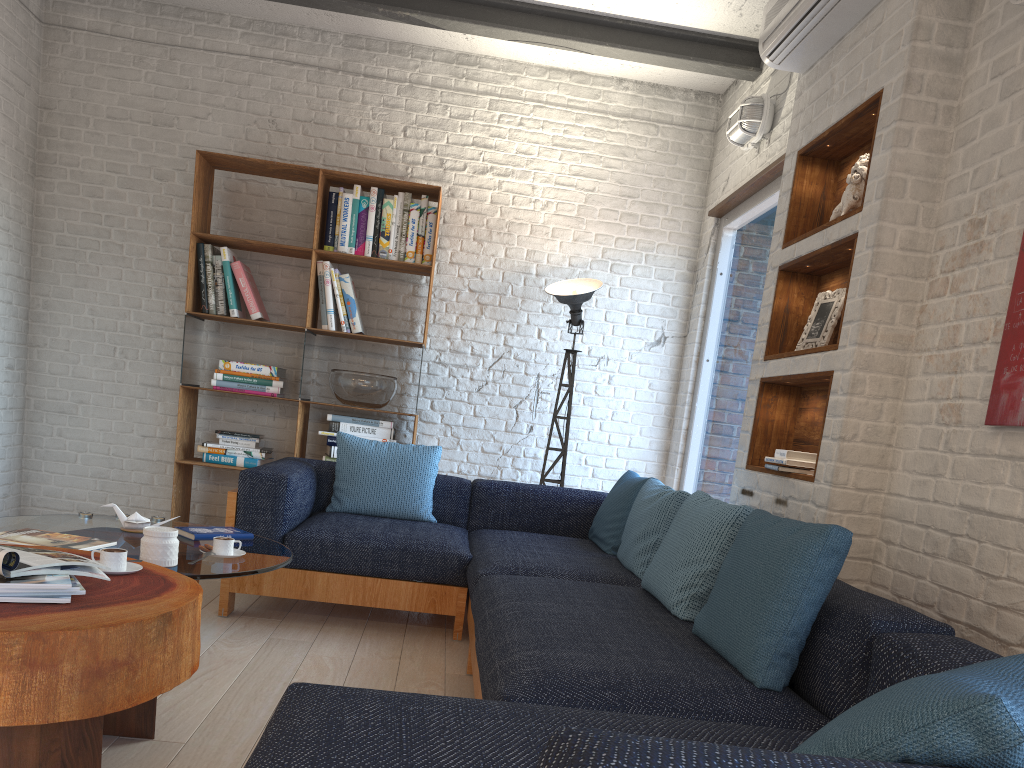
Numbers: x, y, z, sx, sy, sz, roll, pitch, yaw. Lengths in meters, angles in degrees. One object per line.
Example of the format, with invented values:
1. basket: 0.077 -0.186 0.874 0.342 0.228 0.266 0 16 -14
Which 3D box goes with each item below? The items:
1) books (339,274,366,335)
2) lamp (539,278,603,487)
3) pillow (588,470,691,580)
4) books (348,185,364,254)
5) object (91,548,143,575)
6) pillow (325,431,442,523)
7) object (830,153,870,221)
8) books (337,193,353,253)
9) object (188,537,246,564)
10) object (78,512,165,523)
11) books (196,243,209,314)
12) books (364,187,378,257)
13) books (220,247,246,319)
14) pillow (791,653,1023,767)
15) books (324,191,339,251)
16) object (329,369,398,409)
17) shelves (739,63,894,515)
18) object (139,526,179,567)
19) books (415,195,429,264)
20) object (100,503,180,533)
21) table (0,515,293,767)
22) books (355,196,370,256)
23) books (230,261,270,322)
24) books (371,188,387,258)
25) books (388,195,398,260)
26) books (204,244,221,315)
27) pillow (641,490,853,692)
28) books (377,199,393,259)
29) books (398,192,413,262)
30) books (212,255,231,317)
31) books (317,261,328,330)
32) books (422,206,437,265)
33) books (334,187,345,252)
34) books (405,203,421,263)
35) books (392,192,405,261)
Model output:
1. books: -0.921 -0.449 5.042 0.158 0.334 0.250 7 4 -4
2. lamp: 0.430 0.314 4.899 0.508 1.873 0.848 2 8 -32
3. pillow: 0.560 0.616 3.957 0.244 0.402 1.093 7 -1 -5
4. books: -0.889 -0.909 4.975 0.036 0.389 0.239 6 5 -4
5. object: -1.063 0.469 2.329 0.147 0.056 0.172 7 -1 -15
6. pillow: -0.630 0.471 4.352 0.556 0.415 0.219 7 6 -6
7. object: 1.207 -0.673 3.073 0.112 0.246 0.213 8 4 4
8. books: -0.938 -0.887 4.971 0.056 0.334 0.250 7 4 -4
9. object: -0.949 0.539 2.829 0.155 0.058 0.267 7 -2 -12
10. object: -1.481 0.504 3.315 0.304 0.027 0.067 8 -1 -27
11. books: -1.731 -0.584 4.968 0.091 0.390 0.239 7 5 -4
12. books: -0.796 -0.897 4.978 0.036 0.389 0.239 6 5 -4
13. books: -1.589 -0.564 4.977 0.121 0.387 0.239 7 5 -4
14. pillow: 0.634 0.547 1.293 0.568 0.332 0.370 7 2 -44
15. books: -1.017 -0.897 4.982 0.056 0.334 0.250 7 4 -4
16. object: -0.879 0.038 5.137 0.397 0.204 0.402 7 0 37
17. shelves: 1.157 -0.254 3.179 0.192 1.449 0.753 6 6 -4
18. object: -1.063 0.490 2.630 0.107 0.109 0.107 8 3 11
19. books: -0.517 -0.860 5.014 0.036 0.389 0.239 6 5 -4
20. object: -1.343 0.483 3.149 0.185 0.092 0.194 7 0 21
21. table: -1.322 0.701 2.581 1.076 0.451 1.813 7 -2 1
22. books: -0.847 -0.875 4.998 0.056 0.334 0.250 7 4 -4
23. books: -1.503 -0.520 5.013 0.195 0.323 0.250 7 4 -4
24. books: -0.760 -0.891 4.992 0.036 0.389 0.239 6 5 -4
25. books: -0.677 -0.867 5.001 0.021 0.364 0.267 6 4 -4
26. books: -1.695 -0.579 4.979 0.091 0.390 0.239 7 5 -4
27. pillow: 0.647 0.550 2.620 0.255 0.420 1.197 7 -1 -4
28. books: -0.716 -0.858 4.985 0.056 0.334 0.250 7 4 -4
29. books: -0.610 -0.872 5.005 0.036 0.389 0.239 6 5 -4
30. books: -1.649 -0.546 5.006 0.103 0.339 0.250 7 4 -4
31. books: -1.078 -0.495 5.042 0.101 0.389 0.239 7 5 -4
32. books: -0.473 -0.825 5.038 0.056 0.334 0.250 7 4 -4
33. books: -0.977 -0.906 4.982 0.021 0.364 0.267 6 4 -4
34. books: -0.567 -0.838 5.008 0.056 0.334 0.250 7 4 -4
35. books: -0.648 -0.876 5.015 0.036 0.389 0.239 6 5 -4
